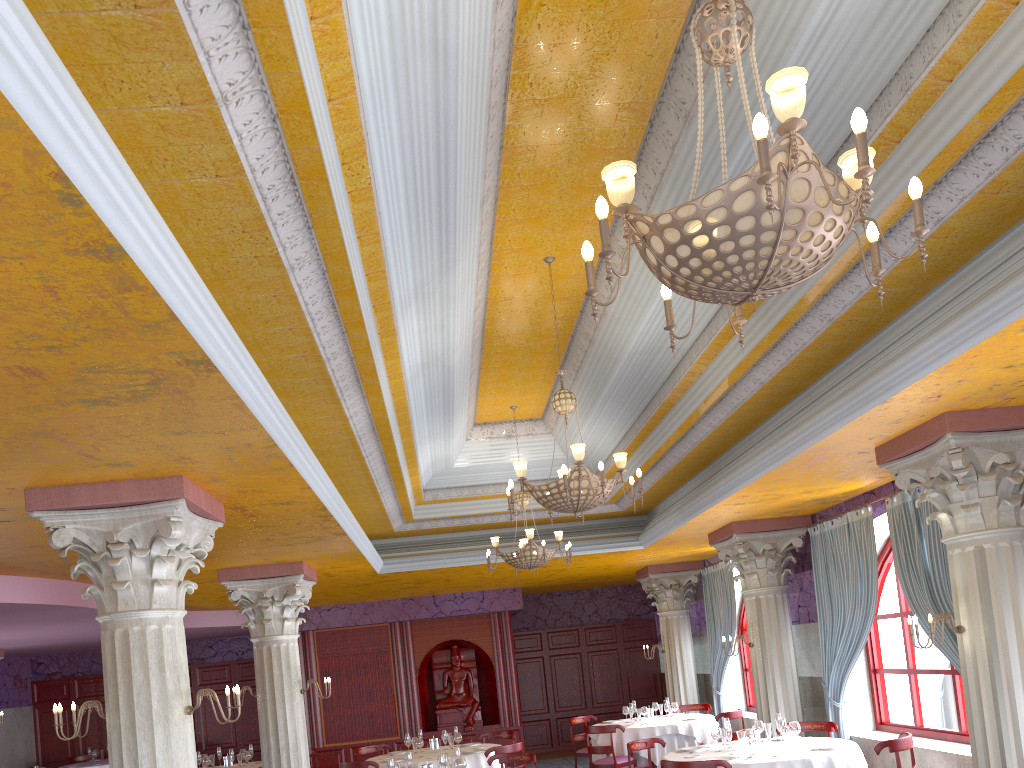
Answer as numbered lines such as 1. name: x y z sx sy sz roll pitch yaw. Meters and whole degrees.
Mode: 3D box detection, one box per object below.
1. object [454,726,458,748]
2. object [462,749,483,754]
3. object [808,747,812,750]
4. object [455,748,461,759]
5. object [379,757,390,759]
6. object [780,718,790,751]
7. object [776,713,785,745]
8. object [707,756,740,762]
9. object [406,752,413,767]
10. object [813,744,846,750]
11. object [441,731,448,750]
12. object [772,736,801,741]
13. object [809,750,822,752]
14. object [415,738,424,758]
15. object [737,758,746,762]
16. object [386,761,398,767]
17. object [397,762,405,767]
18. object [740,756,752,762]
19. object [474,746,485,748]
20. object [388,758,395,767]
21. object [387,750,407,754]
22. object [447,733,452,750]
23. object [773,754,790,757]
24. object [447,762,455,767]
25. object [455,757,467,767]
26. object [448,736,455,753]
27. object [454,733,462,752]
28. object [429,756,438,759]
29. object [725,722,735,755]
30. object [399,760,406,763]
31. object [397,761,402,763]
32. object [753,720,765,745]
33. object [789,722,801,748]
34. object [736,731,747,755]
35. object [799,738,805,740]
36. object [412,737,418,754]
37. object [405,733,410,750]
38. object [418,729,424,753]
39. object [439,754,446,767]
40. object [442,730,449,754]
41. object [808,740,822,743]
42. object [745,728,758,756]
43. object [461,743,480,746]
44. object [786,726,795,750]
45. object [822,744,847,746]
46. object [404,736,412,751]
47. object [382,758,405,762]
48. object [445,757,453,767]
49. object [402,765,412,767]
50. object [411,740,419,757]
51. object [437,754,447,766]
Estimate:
1. object: -0.804 5.129 12.413 0.075 0.327 0.074 -8 -5 31
2. object: -0.534 5.027 11.704 0.312 0.023 0.329 -4 -18 -5
3. object: 2.990 3.678 8.633 0.030 0.010 0.140 -20 -22 39
4. object: -0.568 4.038 9.109 0.073 0.327 0.076 -3 -5 -36
5. object: -1.804 5.304 12.130 0.160 0.009 0.164 11 -24 -42
6. object: 2.769 3.564 8.709 0.075 0.327 0.074 -8 -5 31
7. object: 2.891 3.723 9.239 0.073 0.327 0.076 -5 -4 -14
8. object: 2.086 3.703 8.441 0.312 0.023 0.329 -4 -18 -5
9. object: -1.096 4.131 9.228 0.075 0.327 0.074 -8 -5 31
10. object: 3.161 3.621 8.530 0.312 0.023 0.329 -4 -18 -5
11. object: -0.978 5.236 12.577 0.122 0.258 0.126 -5 -6 -14
12. object: 3.079 3.978 9.609 0.312 0.023 0.329 -4 -18 -5
13. object: 3.026 3.600 8.405 0.240 0.013 0.028 -21 -21 39
14. object: -1.271 5.026 11.834 0.122 0.258 0.126 -5 -6 -14
15. object: 2.237 3.670 8.354 0.023 0.003 0.257 -19 -22 36
16. object: -1.259 4.124 9.046 0.122 0.258 0.126 -2 -7 -36
17. object: -1.169 4.153 9.122 0.086 0.232 0.088 -6 -5 -3
18. object: 2.266 3.651 8.332 0.056 0.019 0.259 -21 -23 41
19. object: -0.469 5.220 12.299 0.158 0.009 0.166 -4 -18 -5
20. object: -1.218 3.972 8.698 0.073 0.327 0.076 -5 -4 -14
21. object: -1.692 5.467 12.694 0.322 0.023 0.319 -18 -21 33
22. object: -0.901 5.212 12.488 0.086 0.232 0.088 -6 -5 -3
23. object: 2.639 3.631 8.371 0.163 0.009 0.161 -18 -21 33
24. object: -0.607 3.952 8.679 0.087 0.232 0.087 -8 -5 20
25. object: -0.520 3.955 8.756 0.122 0.258 0.126 -2 -7 -36
26. object: -0.843 5.043 11.983 0.087 0.232 0.087 -8 -5 20
27. object: -0.756 5.046 12.061 0.122 0.258 0.126 -5 -6 -14
28. object: -1.056 5.037 11.545 0.158 0.009 0.166 -4 -18 -5
29. object: 2.242 3.657 8.827 0.074 0.327 0.075 -7 -4 9
30. object: -1.429 5.058 11.506 0.056 0.019 0.259 -21 -23 41
31. object: -1.458 5.077 11.529 0.023 0.003 0.257 -19 -22 36
32. object: 2.716 3.829 9.403 0.122 0.258 0.126 -5 -6 -14
33. object: 2.939 3.639 8.886 0.122 0.258 0.126 -2 -7 -36
34. object: 2.349 3.669 8.747 0.087 0.232 0.087 -8 -5 20
35. object: 3.203 3.927 9.473 0.028 0.013 0.235 -18 -21 37
36. object: -1.404 5.245 12.427 0.087 0.232 0.087 -8 -5 20
37. object: -1.453 5.063 12.002 0.075 0.327 0.074 -8 -5 31
38. object: -1.332 5.222 12.532 0.075 0.327 0.074 -8 -5 31
39. object: -0.690 3.879 8.579 0.075 0.327 0.074 -8 -5 31
40. object: -0.925 4.971 11.883 0.075 0.327 0.074 -8 -5 31
41. object: 3.226 3.814 9.125 0.160 0.009 0.164 11 -24 -42
42. object: 2.423 3.619 8.660 0.122 0.258 0.126 -2 -7 -36
43. object: -0.616 5.384 12.783 0.312 0.023 0.329 2 -19 -24
44. object: 2.852 3.637 8.809 0.085 0.232 0.088 -4 -6 -25
45. object: 3.271 3.670 8.711 0.055 0.019 0.266 9 -23 -42
46. object: -1.494 5.216 12.351 0.122 0.258 0.126 -5 -6 -14
47. object: -1.609 5.110 11.615 0.312 0.023 0.329 -4 -18 -5
48. object: -0.666 4.121 9.184 0.086 0.232 0.088 -6 -5 -3
49. object: -1.036 3.935 8.530 0.122 0.258 0.126 -5 -6 -14
50. object: -1.346 5.076 11.922 0.085 0.232 0.088 -4 -6 -25
51. object: -0.743 4.144 9.273 0.123 0.258 0.125 -7 -6 8
